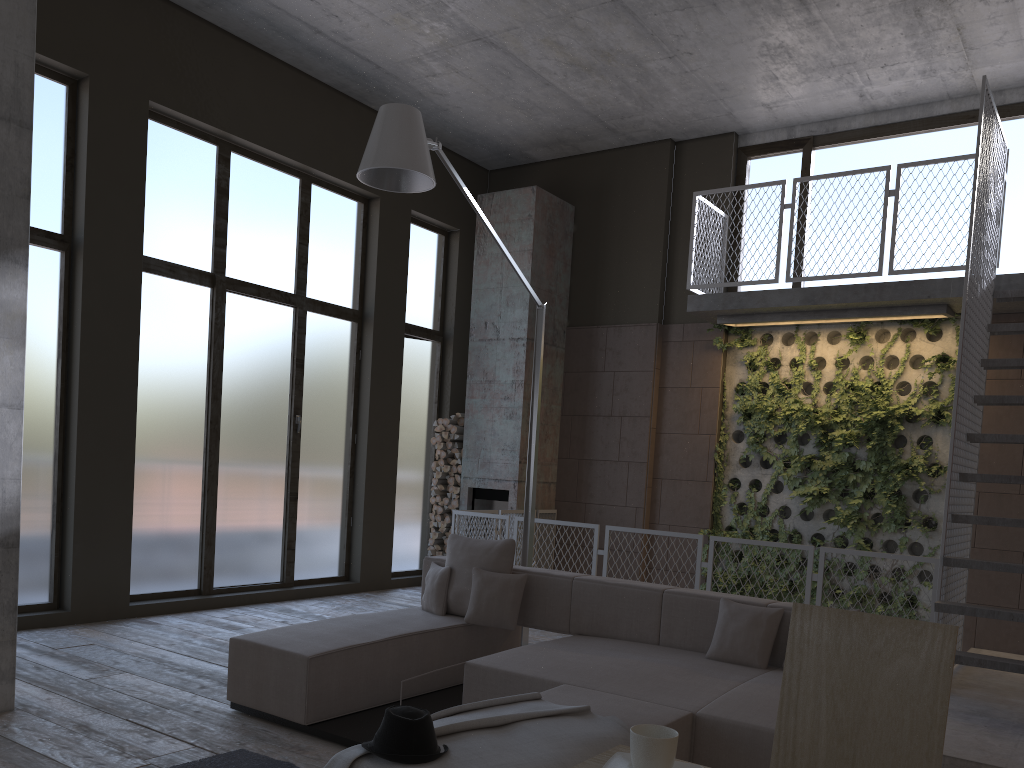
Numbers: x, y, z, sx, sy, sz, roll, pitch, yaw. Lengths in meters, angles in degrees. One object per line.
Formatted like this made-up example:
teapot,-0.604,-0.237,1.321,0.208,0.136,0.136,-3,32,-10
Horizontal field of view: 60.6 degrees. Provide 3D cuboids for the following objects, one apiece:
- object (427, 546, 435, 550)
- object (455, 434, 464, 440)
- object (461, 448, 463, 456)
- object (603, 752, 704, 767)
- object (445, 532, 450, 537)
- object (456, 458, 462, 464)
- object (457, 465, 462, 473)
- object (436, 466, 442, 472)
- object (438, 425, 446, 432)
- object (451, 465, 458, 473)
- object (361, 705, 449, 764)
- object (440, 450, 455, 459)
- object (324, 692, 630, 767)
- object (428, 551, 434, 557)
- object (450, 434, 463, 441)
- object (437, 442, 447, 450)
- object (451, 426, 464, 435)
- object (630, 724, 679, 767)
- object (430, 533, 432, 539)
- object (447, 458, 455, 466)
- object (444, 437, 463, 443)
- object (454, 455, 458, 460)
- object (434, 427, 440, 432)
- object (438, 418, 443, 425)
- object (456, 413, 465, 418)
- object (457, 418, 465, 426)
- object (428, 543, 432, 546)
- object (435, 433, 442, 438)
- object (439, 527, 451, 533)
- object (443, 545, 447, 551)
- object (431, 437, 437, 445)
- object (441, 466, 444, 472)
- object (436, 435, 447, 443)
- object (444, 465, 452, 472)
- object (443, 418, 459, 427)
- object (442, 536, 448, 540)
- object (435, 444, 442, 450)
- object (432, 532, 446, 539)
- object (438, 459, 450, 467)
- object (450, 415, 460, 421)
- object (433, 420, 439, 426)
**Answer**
object,-0.861,1.981,10.598,0.121,0.068,0.365,1,-6,34
object,-0.519,0.635,10.324,0.066,0.067,0.425,3,-5,34
object,-0.465,0.827,10.333,0.063,0.126,0.366,4,-3,34
object,0.269,0.754,1.689,0.184,0.014,0.186,1,-6,21
object,-0.658,1.790,10.428,0.088,0.057,0.334,1,-6,36
object,-0.502,0.920,10.360,0.071,0.073,0.425,3,-5,34
object,-0.479,1.010,10.357,0.091,0.092,0.440,3,-5,34
object,-0.756,1.027,10.533,0.067,0.067,0.425,3,-5,34
object,-0.706,0.542,10.426,0.112,0.080,0.438,2,-5,34
object,-0.549,1.019,10.410,0.090,0.089,0.458,3,-5,34
object,-0.362,1.185,2.988,0.301,0.169,0.300,2,-4,22
object,-0.729,0.841,10.430,0.098,0.107,0.296,3,-4,36
object,-0.269,1.471,3.133,1.605,0.503,1.041,7,-5,-36
object,-0.847,2.056,10.603,0.066,0.085,0.427,3,-4,38
object,-0.585,0.636,10.370,0.067,0.066,0.425,3,-5,34
object,-0.705,0.748,10.441,0.093,0.084,0.482,2,-5,34
object,-0.551,0.555,10.338,0.093,0.093,0.440,3,-5,34
object,0.269,0.712,1.700,0.093,0.088,0.117,4,-2,-11
object,-0.830,1.820,10.542,0.067,0.067,0.425,3,-5,34
object,-0.632,0.936,10.486,0.101,0.087,0.365,2,-5,34
object,-0.633,0.677,10.419,0.114,0.079,0.437,2,-5,34
object,-0.561,0.882,10.478,0.103,0.102,0.293,3,-4,34
object,-0.766,0.557,10.514,0.122,0.068,0.366,1,-6,36
object,-0.714,0.473,10.480,0.090,0.090,0.458,3,-5,33
object,-0.531,0.384,10.376,0.087,0.056,0.334,2,-6,34
object,-0.517,0.465,10.404,0.099,0.108,0.296,3,-4,36
object,-0.850,1.916,10.622,0.067,0.071,0.425,3,-5,36
object,-0.767,0.629,10.501,0.066,0.086,0.427,3,-4,33
object,-0.696,1.739,10.475,0.114,0.079,0.437,2,-5,34
object,-0.669,1.958,10.522,0.101,0.087,0.365,2,-5,36
object,-0.802,0.695,10.506,0.091,0.092,0.440,3,-5,34
object,-0.690,1.029,10.488,0.067,0.067,0.425,3,-5,34
object,-0.731,0.669,10.451,0.090,0.089,0.458,3,-5,34
object,-0.628,1.018,10.442,0.093,0.084,0.482,2,-5,34
object,-0.688,0.469,10.359,0.103,0.103,0.294,3,-4,34
object,-0.696,1.833,10.486,0.064,0.074,0.361,3,-4,37
object,-0.767,0.758,10.487,0.067,0.067,0.425,3,-5,34
object,-0.769,1.810,10.497,0.093,0.084,0.482,2,-5,34
object,-0.712,0.949,10.510,0.092,0.093,0.440,3,-5,34
object,-0.599,0.419,10.392,0.065,0.073,0.361,3,-5,33
object,-0.784,0.485,10.493,0.067,0.069,0.425,3,-5,34
